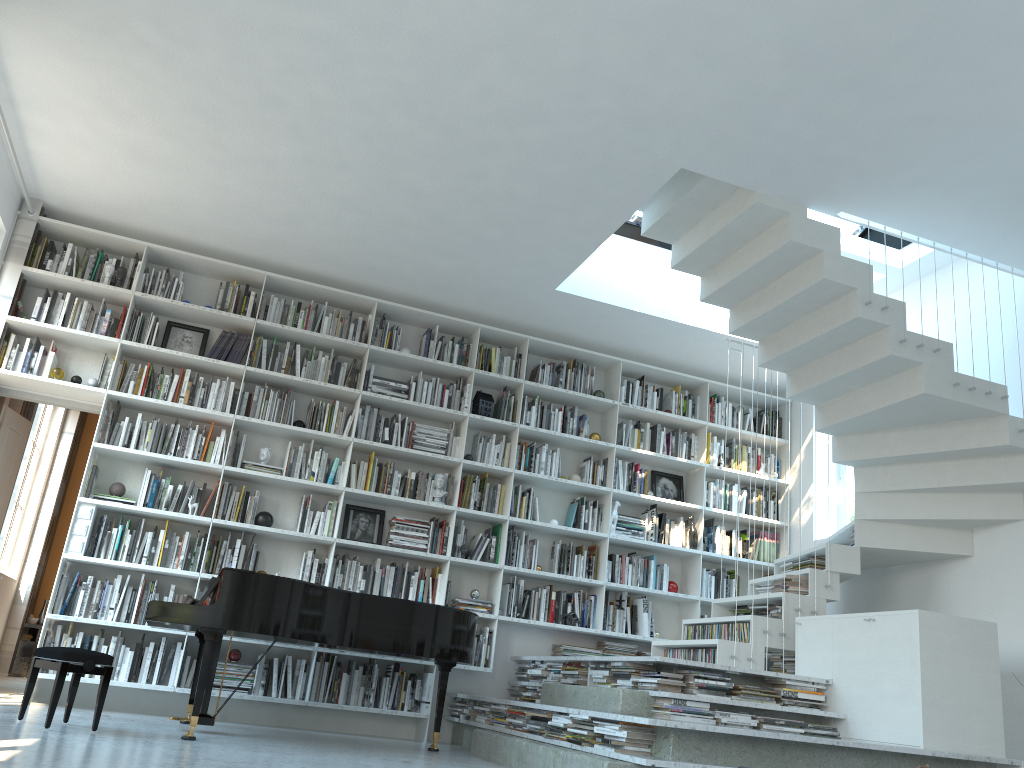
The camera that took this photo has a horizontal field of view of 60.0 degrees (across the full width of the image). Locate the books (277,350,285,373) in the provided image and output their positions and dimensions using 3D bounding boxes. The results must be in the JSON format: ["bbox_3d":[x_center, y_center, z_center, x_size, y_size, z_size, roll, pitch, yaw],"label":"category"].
[{"bbox_3d":[-1.735,-0.125,6.614,0.029,0.218,0.158,13,-20,-17],"label":"books"}]

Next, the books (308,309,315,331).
[{"bbox_3d":[-1.551,-0.441,6.790,0.029,0.235,0.130,13,-20,-17],"label":"books"}]

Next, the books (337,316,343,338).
[{"bbox_3d":[-1.343,-0.395,6.841,0.021,0.228,0.161,13,-20,-17],"label":"books"}]

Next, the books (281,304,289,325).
[{"bbox_3d":[-1.727,-0.476,6.704,0.029,0.207,0.179,13,-20,-17],"label":"books"}]

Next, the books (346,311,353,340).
[{"bbox_3d":[-1.279,-0.407,6.871,0.013,0.284,0.160,13,-20,-17],"label":"books"}]

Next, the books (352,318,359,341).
[{"bbox_3d":[-1.236,-0.373,6.882,0.026,0.236,0.149,13,-20,-17],"label":"books"}]

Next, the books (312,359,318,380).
[{"bbox_3d":[-1.497,-0.066,6.688,0.010,0.207,0.174,13,-20,-17],"label":"books"}]

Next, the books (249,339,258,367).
[{"bbox_3d":[-1.921,-0.189,6.549,0.023,0.255,0.175,13,-20,-17],"label":"books"}]

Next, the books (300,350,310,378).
[{"bbox_3d":[-1.573,-0.108,6.679,0.027,0.264,0.169,13,-20,-17],"label":"books"}]

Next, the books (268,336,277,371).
[{"bbox_3d":[-1.796,-0.188,6.600,0.012,0.314,0.172,13,-20,-17],"label":"books"}]

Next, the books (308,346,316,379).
[{"bbox_3d":[-1.525,-0.120,6.694,0.012,0.306,0.145,13,-20,-17],"label":"books"}]

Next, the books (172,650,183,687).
[{"bbox_3d":[-2.194,1.864,5.822,0.017,0.232,0.213,13,-20,-17],"label":"books"}]

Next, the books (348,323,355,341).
[{"bbox_3d":[-1.262,-0.357,6.856,0.031,0.184,0.177,13,-20,-17],"label":"books"}]

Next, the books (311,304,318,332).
[{"bbox_3d":[-1.524,-0.459,6.790,0.013,0.275,0.165,13,-20,-17],"label":"books"}]

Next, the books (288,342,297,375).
[{"bbox_3d":[-1.663,-0.149,6.668,0.013,0.314,0.135,13,-20,-17],"label":"books"}]

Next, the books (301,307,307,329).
[{"bbox_3d":[-1.601,-0.454,6.767,0.013,0.233,0.155,13,-20,-17],"label":"books"}]

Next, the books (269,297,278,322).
[{"bbox_3d":[-1.813,-0.512,6.702,0.031,0.254,0.146,13,-20,-17],"label":"books"}]

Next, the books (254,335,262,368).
[{"bbox_3d":[-1.901,-0.197,6.599,0.014,0.308,0.130,13,-20,-17],"label":"books"}]

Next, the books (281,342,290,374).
[{"bbox_3d":[-1.706,-0.154,6.633,0.023,0.292,0.156,13,-20,-17],"label":"books"}]

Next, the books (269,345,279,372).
[{"bbox_3d":[-1.781,-0.149,6.596,0.031,0.241,0.182,13,-20,-17],"label":"books"}]

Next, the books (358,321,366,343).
[{"bbox_3d":[-1.181,-0.359,6.885,0.026,0.224,0.172,13,-20,-17],"label":"books"}]

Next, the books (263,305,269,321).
[{"bbox_3d":[-1.866,-0.486,6.685,0.024,0.182,0.133,13,-20,-17],"label":"books"}]

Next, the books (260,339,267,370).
[{"bbox_3d":[-1.851,-0.175,6.594,0.067,0.273,0.168,13,-20,-17],"label":"books"}]

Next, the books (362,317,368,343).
[{"bbox_3d":[-1.163,-0.372,6.905,0.014,0.266,0.172,13,-20,-17],"label":"books"}]

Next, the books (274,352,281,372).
[{"bbox_3d":[-1.763,-0.120,6.610,0.024,0.200,0.154,13,-20,-17],"label":"books"}]

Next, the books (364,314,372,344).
[{"bbox_3d":[-1.141,-0.380,6.910,0.026,0.287,0.176,13,-20,-17],"label":"books"}]

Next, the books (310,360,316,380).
[{"bbox_3d":[-1.522,-0.064,6.707,0.024,0.211,0.128,13,-20,-17],"label":"books"}]

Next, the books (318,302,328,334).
[{"bbox_3d":[-1.465,-0.461,6.825,0.014,0.314,0.166,13,-20,-17],"label":"books"}]

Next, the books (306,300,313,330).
[{"bbox_3d":[-1.562,-0.478,6.784,0.010,0.297,0.151,13,-20,-17],"label":"books"}]

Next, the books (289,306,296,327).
[{"bbox_3d":[-1.691,-0.467,6.761,0.025,0.234,0.130,13,-20,-17],"label":"books"}]

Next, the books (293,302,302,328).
[{"bbox_3d":[-1.651,-0.477,6.769,0.028,0.267,0.152,13,-20,-17],"label":"books"}]

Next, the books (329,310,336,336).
[{"bbox_3d":[-1.402,-0.424,6.840,0.014,0.268,0.156,13,-20,-17],"label":"books"}]

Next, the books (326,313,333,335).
[{"bbox_3d":[-1.422,-0.413,6.828,0.026,0.235,0.134,13,-20,-17],"label":"books"}]

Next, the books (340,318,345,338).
[{"bbox_3d":[-1.324,-0.385,6.831,0.013,0.206,0.178,13,-20,-17],"label":"books"}]

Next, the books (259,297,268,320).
[{"bbox_3d":[-1.883,-0.522,6.672,0.029,0.236,0.156,13,-20,-17],"label":"books"}]

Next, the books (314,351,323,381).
[{"bbox_3d":[-1.481,-0.095,6.717,0.026,0.285,0.138,13,-20,-17],"label":"books"}]

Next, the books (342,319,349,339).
[{"bbox_3d":[-1.305,-0.378,6.833,0.026,0.199,0.187,13,-20,-17],"label":"books"}]

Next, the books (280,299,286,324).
[{"bbox_3d":[-1.748,-0.497,6.716,0.012,0.249,0.174,13,-20,-17],"label":"books"}]

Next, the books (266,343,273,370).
[{"bbox_3d":[-1.813,-0.162,6.596,0.011,0.259,0.157,13,-20,-17],"label":"books"}]

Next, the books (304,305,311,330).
[{"bbox_3d":[-1.574,-0.459,6.771,0.013,0.250,0.184,13,-20,-17],"label":"books"}]

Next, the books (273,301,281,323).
[{"bbox_3d":[-1.788,-0.491,6.700,0.023,0.219,0.182,13,-20,-17],"label":"books"}]

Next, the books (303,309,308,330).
[{"bbox_3d":[-1.587,-0.444,6.761,0.011,0.215,0.160,13,-20,-17],"label":"books"}]

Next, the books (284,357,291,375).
[{"bbox_3d":[-1.689,-0.093,6.633,0.034,0.180,0.160,13,-20,-17],"label":"books"}]

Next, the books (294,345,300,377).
[{"bbox_3d":[-1.615,-0.132,6.654,0.075,0.284,0.179,13,-20,-17],"label":"books"}]

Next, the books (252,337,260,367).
[{"bbox_3d":[-1.908,-0.194,6.572,0.013,0.282,0.159,13,-20,-17],"label":"books"}]

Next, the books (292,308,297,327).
[{"bbox_3d":[-1.672,-0.456,6.756,0.012,0.215,0.150,13,-20,-17],"label":"books"}]

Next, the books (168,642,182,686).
[{"bbox_3d":[-2.227,1.851,5.860,0.027,0.275,0.144,13,-20,-17],"label":"books"}]

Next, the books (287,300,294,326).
[{"bbox_3d":[-1.697,-0.491,6.737,0.010,0.263,0.161,13,-20,-17],"label":"books"}]

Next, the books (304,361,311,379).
[{"bbox_3d":[-1.550,-0.064,6.668,0.028,0.179,0.168,13,-20,-17],"label":"books"}]

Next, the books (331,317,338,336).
[{"bbox_3d":[-1.388,-0.391,6.845,0.029,0.213,0.142,13,-20,-17],"label":"books"}]

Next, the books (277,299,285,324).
[{"bbox_3d":[-1.766,-0.500,6.715,0.023,0.250,0.171,13,-20,-17],"label":"books"}]

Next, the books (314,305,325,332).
[{"bbox_3d":[-1.494,-0.452,6.796,0.052,0.272,0.173,13,-20,-17],"label":"books"}]

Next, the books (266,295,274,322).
[{"bbox_3d":[-1.843,-0.524,6.715,0.021,0.278,0.141,13,-20,-17],"label":"books"}]

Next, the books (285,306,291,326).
[{"bbox_3d":[-1.711,-0.468,6.723,0.015,0.206,0.167,13,-20,-17],"label":"books"}]

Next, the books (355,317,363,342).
[{"bbox_3d":[-1.212,-0.376,6.901,0.030,0.260,0.152,13,-20,-17],"label":"books"}]

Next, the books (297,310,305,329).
[{"bbox_3d":[-1.624,-0.442,6.759,0.030,0.200,0.152,13,-20,-17],"label":"books"}]

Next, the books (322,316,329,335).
[{"bbox_3d":[-1.448,-0.400,6.804,0.031,0.189,0.182,13,-20,-17],"label":"books"}]

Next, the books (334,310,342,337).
[{"bbox_3d":[-1.355,-0.419,6.835,0.014,0.265,0.192,13,-20,-17],"label":"books"}]

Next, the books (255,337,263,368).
[{"bbox_3d":[-1.884,-0.191,6.578,0.010,0.286,0.148,13,-20,-17],"label":"books"}]
